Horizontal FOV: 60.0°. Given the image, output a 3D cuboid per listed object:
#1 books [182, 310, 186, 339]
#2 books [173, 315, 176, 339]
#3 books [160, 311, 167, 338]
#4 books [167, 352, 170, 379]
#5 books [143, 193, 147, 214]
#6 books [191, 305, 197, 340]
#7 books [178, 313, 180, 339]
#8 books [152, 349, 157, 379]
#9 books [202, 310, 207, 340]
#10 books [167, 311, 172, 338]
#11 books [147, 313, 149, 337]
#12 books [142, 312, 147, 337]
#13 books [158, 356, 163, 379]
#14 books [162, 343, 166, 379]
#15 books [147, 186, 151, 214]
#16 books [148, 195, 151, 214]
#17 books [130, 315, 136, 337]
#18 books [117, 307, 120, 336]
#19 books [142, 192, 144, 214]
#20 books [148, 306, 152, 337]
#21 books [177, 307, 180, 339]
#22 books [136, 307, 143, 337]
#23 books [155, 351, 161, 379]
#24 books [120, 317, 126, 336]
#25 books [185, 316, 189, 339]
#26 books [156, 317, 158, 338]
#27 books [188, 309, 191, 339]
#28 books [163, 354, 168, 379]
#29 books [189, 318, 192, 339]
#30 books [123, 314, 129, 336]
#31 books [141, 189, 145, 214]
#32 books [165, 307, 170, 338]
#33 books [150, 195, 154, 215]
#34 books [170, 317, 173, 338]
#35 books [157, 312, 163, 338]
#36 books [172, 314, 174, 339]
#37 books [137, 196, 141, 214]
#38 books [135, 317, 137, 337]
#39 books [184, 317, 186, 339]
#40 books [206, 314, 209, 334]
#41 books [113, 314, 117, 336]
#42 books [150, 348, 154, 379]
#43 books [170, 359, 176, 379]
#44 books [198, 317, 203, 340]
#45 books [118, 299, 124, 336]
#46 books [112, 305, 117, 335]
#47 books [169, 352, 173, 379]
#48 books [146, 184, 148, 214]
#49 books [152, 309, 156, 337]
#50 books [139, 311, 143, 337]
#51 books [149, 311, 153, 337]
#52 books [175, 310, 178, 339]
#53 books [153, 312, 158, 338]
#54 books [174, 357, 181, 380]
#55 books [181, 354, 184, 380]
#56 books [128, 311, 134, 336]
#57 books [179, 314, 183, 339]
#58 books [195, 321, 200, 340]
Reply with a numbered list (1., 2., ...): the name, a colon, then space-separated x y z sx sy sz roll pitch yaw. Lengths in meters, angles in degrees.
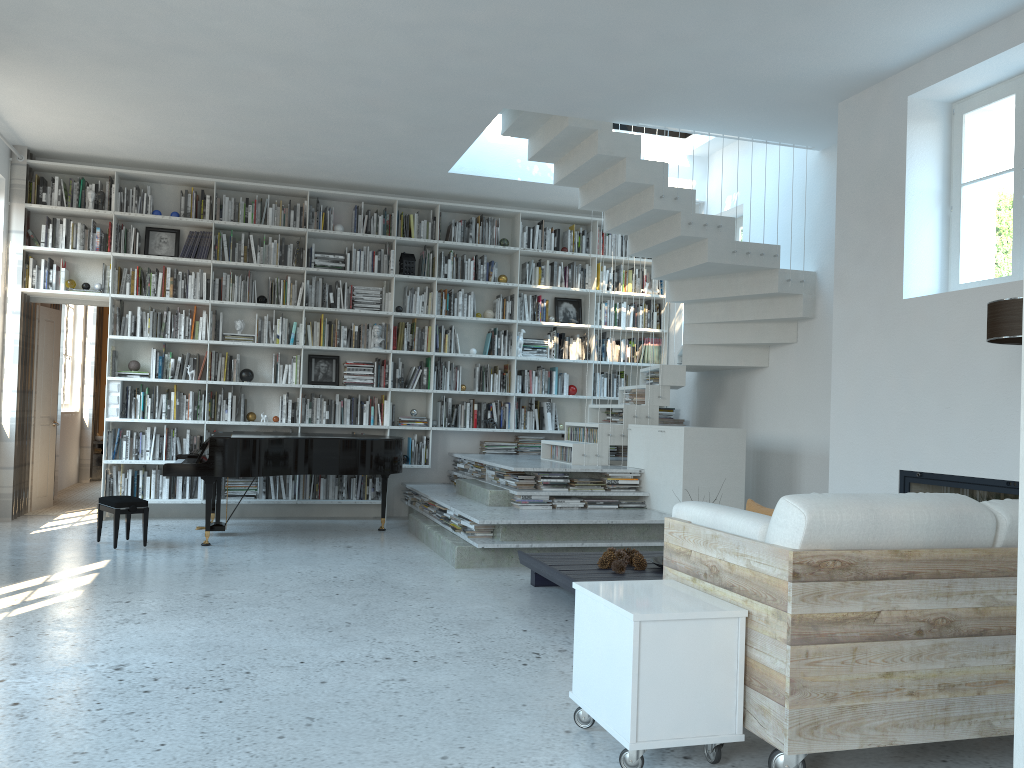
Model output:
1. books: -3.039 -0.539 8.215 0.015 0.275 0.157 2 -1 -17
2. books: -3.116 -0.518 8.205 0.013 0.227 0.151 2 -1 -17
3. books: -3.212 -0.536 8.186 0.048 0.256 0.141 2 -1 -17
4. books: -3.166 -0.163 8.190 0.022 0.249 0.129 2 -1 -17
5. books: -3.358 -1.625 8.128 0.021 0.213 0.173 2 -2 -17
6. books: -2.959 -0.560 8.248 0.035 0.325 0.170 2 -1 -17
7. books: -3.084 -0.528 8.221 0.011 0.251 0.139 2 -1 -17
8. books: -3.282 -0.180 8.143 0.024 0.273 0.150 2 -1 -17
9. books: -2.874 -0.537 8.282 0.027 0.286 0.148 2 -1 -17
10. books: -3.165 -0.535 8.193 0.021 0.256 0.156 2 -1 -17
11. books: -3.333 -0.529 8.132 0.014 0.230 0.148 2 -1 -17
12. books: -3.368 -0.536 8.142 0.049 0.243 0.139 2 -1 -17
13. books: -3.221 -0.146 8.138 0.029 0.208 0.189 2 -2 -17
14. books: -3.209 -0.208 8.178 0.011 0.336 0.153 2 -1 -17
15. books: -3.342 -1.663 8.167 0.015 0.293 0.131 2 -1 -17
16. books: -3.325 -1.617 8.153 0.014 0.202 0.170 2 -2 -17
17. books: -3.448 -0.521 8.079 0.028 0.203 0.188 2 -2 -17
18. books: -3.568 -0.557 8.048 0.027 0.266 0.176 2 -1 -17
19. books: -3.376 -1.628 8.130 0.013 0.219 0.181 2 -2 -17
20. books: -3.319 -0.560 8.135 0.011 0.293 0.183 2 -1 -17
21. books: -3.095 -0.555 8.223 0.011 0.304 0.130 2 -1 -17
22. books: -3.408 -0.558 8.114 0.023 0.281 0.174 2 -1 -17
23. books: -3.258 -0.170 8.158 0.031 0.255 0.143 2 -1 -17
24. books: -3.528 -0.514 8.063 0.037 0.182 0.189 2 -2 -17
25. books: -3.017 -0.510 8.240 0.021 0.220 0.148 2 -1 -17
26. books: -3.262 -0.512 8.172 0.010 0.204 0.139 2 -1 -17
27. books: -3.000 -0.545 8.250 0.015 0.292 0.144 2 -1 -17
28. books: -3.193 -0.155 8.188 0.030 0.231 0.148 2 -1 -17
29. books: -2.984 -0.500 8.239 0.013 0.203 0.161 2 -2 -17
30. books: -3.510 -0.526 8.087 0.042 0.208 0.143 2 -1 -17
31. books: -3.390 -1.645 8.135 0.013 0.252 0.129 2 -1 -17
32. books: -3.177 -0.557 8.179 0.013 0.299 0.151 2 -1 -17
33. books: -3.315 -1.620 8.167 0.013 0.210 0.136 2 -1 -17
34. books: -3.146 -0.508 8.199 0.021 0.205 0.130 2 -1 -17
35. books: -3.241 -0.531 8.159 0.023 0.242 0.184 2 -2 -17
36. books: -3.125 -0.520 8.190 0.013 0.229 0.177 2 -2 -17
37. books: -3.408 -1.611 8.124 0.026 0.182 0.161 2 -2 -17
38. books: -3.438 -0.511 8.128 0.021 0.187 0.129 2 -1 -17
39. books: -3.032 -0.509 8.231 0.012 0.217 0.160 2 -2 -17
40. books: -2.844 -0.521 8.292 0.036 0.257 0.123 2 -1 -17
41. books: -3.596 -0.530 8.056 0.026 0.209 0.155 2 -2 -17
42. books: -3.299 -0.187 8.139 0.012 0.285 0.159 2 -1 -17
43. books: -3.123 -0.133 8.170 0.029 0.190 0.189 2 -2 -17
44. books: -2.902 -0.507 8.268 0.031 0.223 0.144 2 -1 -17
45. books: -3.547 -0.591 8.051 0.012 0.333 0.184 2 -1 -17
46. books: -3.615 -0.568 8.060 0.012 0.285 0.159 2 -1 -17
47. books: -3.144 -0.164 8.177 0.011 0.250 0.172 2 -1 -17
48. books: -3.349 -1.668 8.152 0.007 0.301 0.145 2 -1 -17
49. books: -3.291 -0.547 8.153 0.011 0.271 0.157 2 -1 -17
50. books: -3.390 -0.539 8.110 0.011 0.246 0.176 2 -2 -17
51. books: -3.302 -0.537 8.131 0.021 0.247 0.189 2 -2 -17
52. books: -3.102 -0.540 8.205 0.012 0.272 0.145 2 -1 -17
53. books: -3.270 -0.530 8.142 0.024 0.237 0.167 2 -2 -17
54. books: -3.091 -0.142 8.214 0.056 0.214 0.142 2 -1 -17
55. books: -3.057 -0.155 8.224 0.013 0.242 0.141 2 -1 -17
56. books: -3.474 -0.538 8.081 0.022 0.235 0.177 2 -2 -17
57. books: -3.068 -0.523 8.236 0.028 0.242 0.131 2 -1 -17
58. books: -2.931 -0.488 8.259 0.030 0.183 0.152 2 -2 -17
